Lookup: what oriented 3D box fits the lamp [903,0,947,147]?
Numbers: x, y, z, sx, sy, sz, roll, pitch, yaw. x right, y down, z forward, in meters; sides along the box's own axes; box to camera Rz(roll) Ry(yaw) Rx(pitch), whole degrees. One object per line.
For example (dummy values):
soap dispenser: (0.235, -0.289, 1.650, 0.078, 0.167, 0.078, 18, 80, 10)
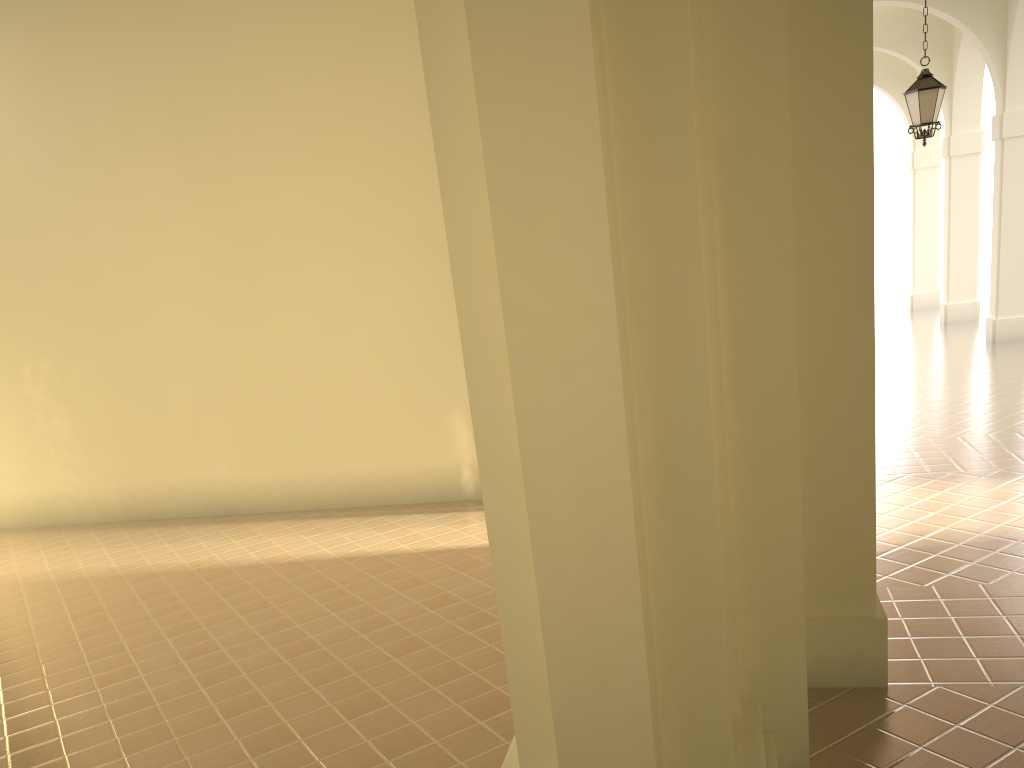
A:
lamp: (4.990, -4.631, 10.559, 0.511, 3.448, 0.423, -3, 16, 14)
